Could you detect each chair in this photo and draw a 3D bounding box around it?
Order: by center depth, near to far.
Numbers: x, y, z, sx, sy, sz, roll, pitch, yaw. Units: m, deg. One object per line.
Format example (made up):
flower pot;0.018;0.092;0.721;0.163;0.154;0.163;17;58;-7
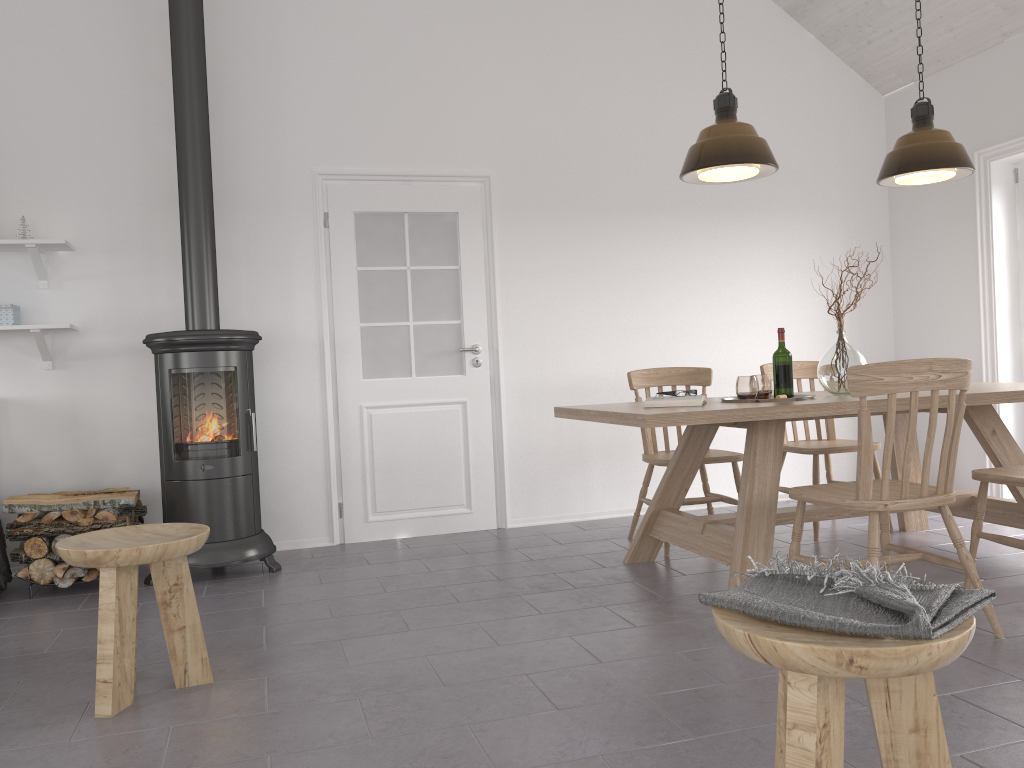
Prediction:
chair;0.584;0.636;1.564;0.431;0.479;0.431;-3;1;0
chair;-1.135;0.699;2.699;0.431;0.479;0.431;-3;1;-20
chair;1.241;0.370;2.999;0.506;0.902;0.519;-3;1;-16
chair;2.002;0.331;3.218;0.506;0.902;0.519;-3;1;-11
chair;0.890;0.363;4.518;0.506;0.902;0.519;-3;1;-11
chair;1.650;0.323;4.737;0.506;0.902;0.519;-3;1;-16

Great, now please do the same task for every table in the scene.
table;1.452;0.423;3.917;2.300;0.749;1.001;-3;1;-16

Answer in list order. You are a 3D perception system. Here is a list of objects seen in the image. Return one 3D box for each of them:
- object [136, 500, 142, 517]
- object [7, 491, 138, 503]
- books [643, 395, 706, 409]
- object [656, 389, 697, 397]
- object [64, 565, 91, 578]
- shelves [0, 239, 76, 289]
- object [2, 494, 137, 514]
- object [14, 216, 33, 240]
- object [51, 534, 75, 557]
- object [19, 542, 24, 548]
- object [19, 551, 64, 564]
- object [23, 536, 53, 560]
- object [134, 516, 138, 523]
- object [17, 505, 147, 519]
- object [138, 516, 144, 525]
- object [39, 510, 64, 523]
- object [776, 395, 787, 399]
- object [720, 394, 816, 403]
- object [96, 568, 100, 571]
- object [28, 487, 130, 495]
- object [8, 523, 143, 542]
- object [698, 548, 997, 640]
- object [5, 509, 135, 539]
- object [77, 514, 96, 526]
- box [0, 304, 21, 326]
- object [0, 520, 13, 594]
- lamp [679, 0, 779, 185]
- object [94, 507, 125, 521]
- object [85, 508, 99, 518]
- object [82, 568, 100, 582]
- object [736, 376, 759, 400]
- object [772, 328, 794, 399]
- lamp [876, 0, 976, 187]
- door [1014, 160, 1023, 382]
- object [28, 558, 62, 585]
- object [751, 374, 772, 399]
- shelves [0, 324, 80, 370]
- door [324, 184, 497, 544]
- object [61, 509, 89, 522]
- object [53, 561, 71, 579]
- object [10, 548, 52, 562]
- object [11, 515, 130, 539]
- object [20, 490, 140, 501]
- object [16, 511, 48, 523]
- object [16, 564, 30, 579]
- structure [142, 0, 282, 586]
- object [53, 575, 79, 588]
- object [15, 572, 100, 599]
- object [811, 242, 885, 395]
object;-2.100;0.642;4.405;0.483;0.097;0.123;-3;1;-14
object;-2.072;0.548;4.185;0.562;0.074;0.095;-3;1;-15
books;0.678;0.070;3.668;0.231;0.040;0.342;-2;1;16
object;0.681;0.040;3.666;0.141;0.030;0.135;-3;1;-31
object;-2.036;0.838;4.242;0.097;0.056;0.562;-3;1;-17
shelves;-3.077;-0.552;4.186;1.820;0.212;0.269;-3;1;-16
object;-2.036;0.549;4.084;0.571;0.079;0.115;-3;1;-15
object;-2.413;-0.763;4.383;0.073;0.142;0.072;-2;1;17
object;-2.099;0.732;4.234;0.110;0.109;0.463;-3;1;-18
object;-2.118;0.793;4.395;0.569;0.078;0.115;-3;1;-15
object;-2.030;0.791;4.112;0.468;0.069;0.095;-3;1;-16
object;-2.216;0.739;4.226;0.103;0.107;0.516;-3;1;-17
object;-2.107;0.671;4.299;0.539;0.070;0.101;-3;1;-15
object;-2.071;0.630;4.290;0.562;0.057;0.097;-3;1;-17
object;-1.892;0.723;4.299;0.118;0.142;0.520;-3;1;-13
object;-2.141;0.599;4.211;0.098;0.060;0.467;-3;1;-13
object;1.113;0.056;3.664;0.046;0.024;0.024;-3;1;-36
object;1.083;0.062;3.766;0.394;0.014;0.394;-2;1;28
object;-1.921;0.840;4.274;0.096;0.060;0.467;-3;1;-16
object;-2.123;0.553;4.366;0.467;0.063;0.095;-3;1;-16
object;-2.037;0.689;4.156;0.562;0.063;0.095;-3;1;-15
object;0.594;0.383;1.624;0.462;0.120;0.348;-2;1;44
object;-2.072;0.654;4.176;0.538;0.082;0.099;-3;1;-17
object;-1.991;0.612;4.220;0.059;0.048;0.529;-3;1;-16
box;-2.541;-0.329;4.353;0.202;0.110;0.137;-3;1;-16
object;-2.991;0.750;3.820;1.449;0.508;0.716;-3;1;-27
lamp;0.859;-2.124;3.739;0.410;2.502;0.410;-3;1;-11
object;-1.917;0.588;4.272;0.098;0.088;0.466;-3;1;-15
object;-1.981;0.591;4.243;0.044;0.034;0.425;-3;1;-17
object;-1.986;0.871;4.287;0.096;0.067;0.467;-3;1;-16
object;0.991;0.020;3.731;0.095;0.106;0.095;-2;1;13
object;1.150;-0.087;3.771;0.081;0.303;0.081;-2;1;41
lamp;1.837;-1.821;4.021;0.410;1.796;0.410;-2;1;19
door;3.192;-0.283;4.456;0.115;2.024;1.571;-3;1;-16
object;-2.170;0.854;4.240;0.118;0.142;0.520;-3;1;-13
object;1.088;0.013;3.874;0.095;0.106;0.095;-2;1;13
shelves;-3.057;-0.142;4.192;1.820;0.212;0.269;-3;1;-16
door;-0.568;-0.125;5.055;0.902;2.013;0.101;-3;1;-16
object;-2.054;0.594;4.235;0.096;0.068;0.467;-3;1;-17
object;-2.093;0.843;4.225;0.057;0.050;0.561;-3;1;-16
object;-2.062;0.795;4.191;0.539;0.070;0.101;-3;1;-15
object;-2.013;0.656;4.061;0.480;0.104;0.126;-3;1;-14
object;-2.092;0.552;4.288;0.541;0.070;0.101;-3;1;-15
object;-2.220;0.601;4.182;0.098;0.061;0.467;-3;1;-15
object;-2.265;0.848;4.230;0.052;0.056;0.561;-3;1;-16
structure;-1.617;-1.511;4.364;0.643;4.887;0.626;-3;1;-40
object;-2.077;0.882;4.242;0.095;0.063;0.562;-3;1;-15
object;-2.078;0.899;4.263;0.456;0.118;0.478;-3;1;-16
object;1.470;-0.285;3.862;0.291;0.666;0.313;-2;1;37
